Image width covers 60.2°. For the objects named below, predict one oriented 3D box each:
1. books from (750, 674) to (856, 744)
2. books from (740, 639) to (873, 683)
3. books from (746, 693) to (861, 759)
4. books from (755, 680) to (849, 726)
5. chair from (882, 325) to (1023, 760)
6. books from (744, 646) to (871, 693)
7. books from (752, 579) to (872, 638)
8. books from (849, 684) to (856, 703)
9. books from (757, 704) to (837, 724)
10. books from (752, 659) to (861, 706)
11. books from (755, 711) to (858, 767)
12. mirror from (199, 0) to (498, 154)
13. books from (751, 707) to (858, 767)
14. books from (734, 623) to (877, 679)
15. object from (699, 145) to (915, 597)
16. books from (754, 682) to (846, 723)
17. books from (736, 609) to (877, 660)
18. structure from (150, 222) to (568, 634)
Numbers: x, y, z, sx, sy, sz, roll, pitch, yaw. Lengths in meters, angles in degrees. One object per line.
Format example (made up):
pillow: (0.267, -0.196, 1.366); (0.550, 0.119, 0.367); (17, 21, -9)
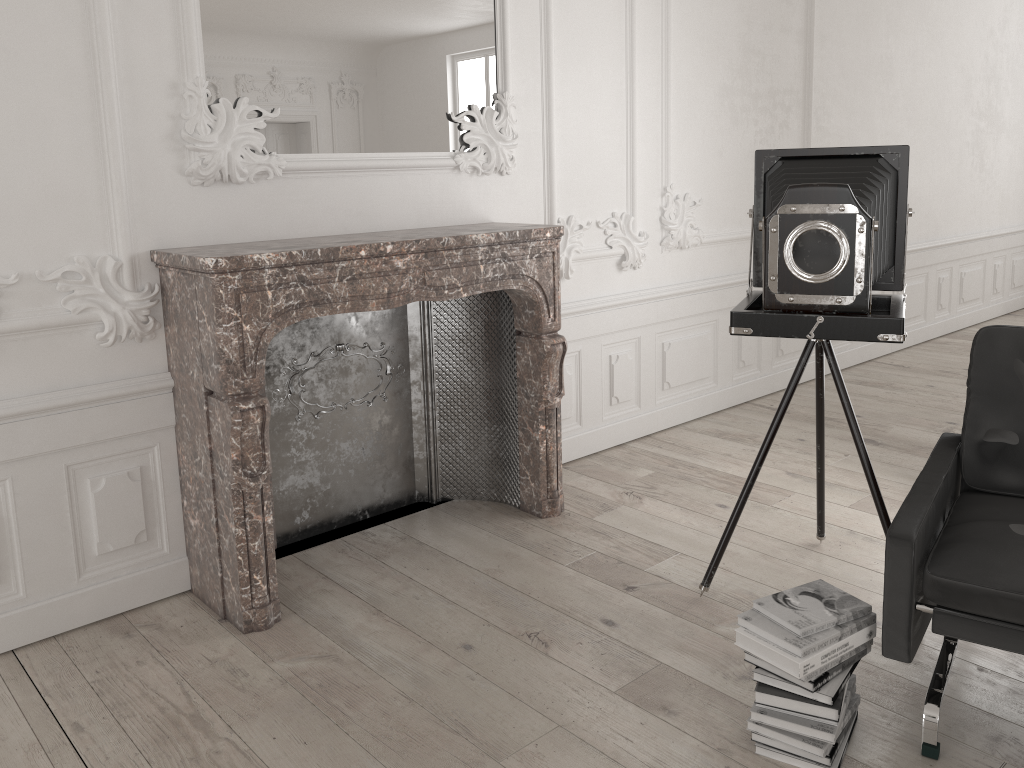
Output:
books: (0.760, 0.813, 2.297); (0.206, 0.026, 0.293); (6, 16, 30)
books: (0.758, 0.665, 2.274); (0.282, 0.025, 0.200); (-11, 17, -34)
books: (0.763, 0.855, 2.306); (0.200, 0.025, 0.283); (9, 17, 37)
books: (0.764, 0.779, 2.306); (0.199, 0.034, 0.262); (5, 15, 27)
chair: (1.601, 0.398, 2.336); (0.977, 0.950, 1.099); (6, 14, 33)
books: (0.763, 0.690, 2.279); (0.276, 0.025, 0.200); (-13, 18, -39)
books: (0.769, 0.573, 2.271); (0.244, 0.022, 0.174); (-8, 15, -26)
books: (0.779, 0.828, 2.316); (0.173, 0.021, 0.245); (8, 17, 35)
books: (0.764, 0.779, 2.306); (0.194, 0.030, 0.256); (5, 15, 27)
books: (0.767, 0.717, 2.277); (0.199, 0.025, 0.280); (8, 17, 35)
books: (0.772, 0.907, 2.309); (0.199, 0.025, 0.280); (7, 16, 31)
mirror: (-0.584, -1.622, 3.432); (1.446, 1.550, 0.009); (-12, 14, -41)
books: (0.768, 0.880, 2.310); (0.199, 0.025, 0.277); (8, 17, 33)
books: (0.749, 0.636, 2.255); (0.312, 0.040, 0.200); (-11, 17, -34)
object: (1.061, -0.042, 3.043); (0.712, 1.502, 0.663); (3, 11, 23)
books: (0.755, 0.749, 2.280); (0.199, 0.034, 0.304); (5, 15, 25)
books: (0.752, 0.601, 2.260); (0.291, 0.026, 0.207); (-11, 16, -32)
structure: (-0.523, 0.040, 3.481); (1.556, 1.230, 0.664); (-12, 15, -41)
